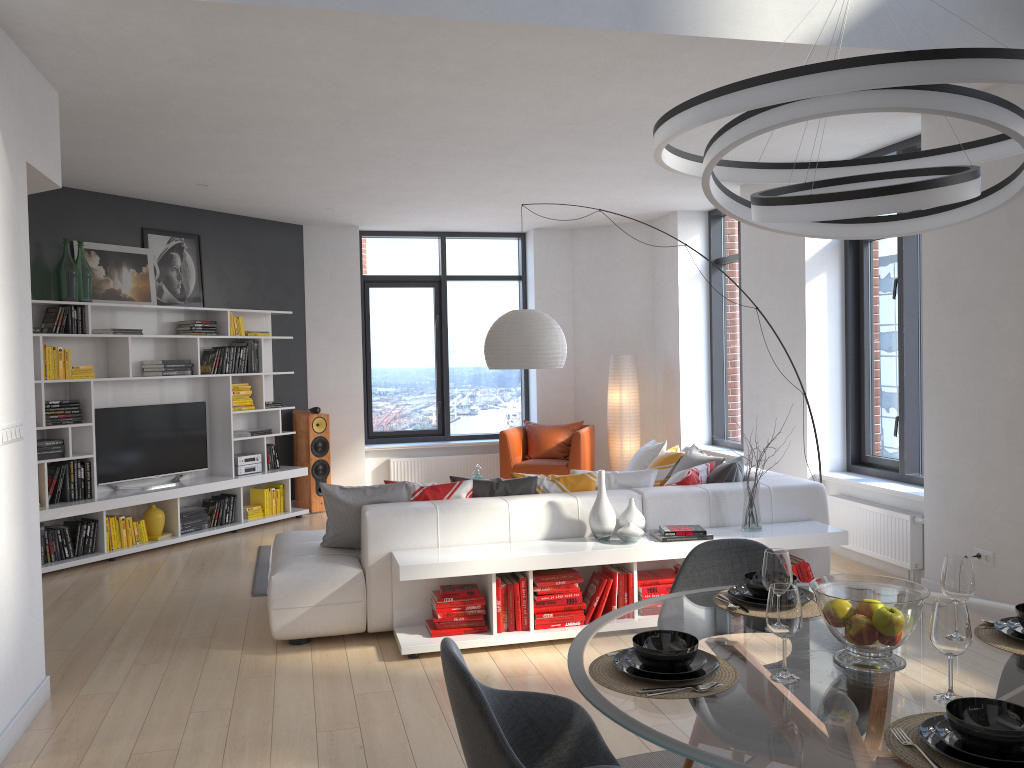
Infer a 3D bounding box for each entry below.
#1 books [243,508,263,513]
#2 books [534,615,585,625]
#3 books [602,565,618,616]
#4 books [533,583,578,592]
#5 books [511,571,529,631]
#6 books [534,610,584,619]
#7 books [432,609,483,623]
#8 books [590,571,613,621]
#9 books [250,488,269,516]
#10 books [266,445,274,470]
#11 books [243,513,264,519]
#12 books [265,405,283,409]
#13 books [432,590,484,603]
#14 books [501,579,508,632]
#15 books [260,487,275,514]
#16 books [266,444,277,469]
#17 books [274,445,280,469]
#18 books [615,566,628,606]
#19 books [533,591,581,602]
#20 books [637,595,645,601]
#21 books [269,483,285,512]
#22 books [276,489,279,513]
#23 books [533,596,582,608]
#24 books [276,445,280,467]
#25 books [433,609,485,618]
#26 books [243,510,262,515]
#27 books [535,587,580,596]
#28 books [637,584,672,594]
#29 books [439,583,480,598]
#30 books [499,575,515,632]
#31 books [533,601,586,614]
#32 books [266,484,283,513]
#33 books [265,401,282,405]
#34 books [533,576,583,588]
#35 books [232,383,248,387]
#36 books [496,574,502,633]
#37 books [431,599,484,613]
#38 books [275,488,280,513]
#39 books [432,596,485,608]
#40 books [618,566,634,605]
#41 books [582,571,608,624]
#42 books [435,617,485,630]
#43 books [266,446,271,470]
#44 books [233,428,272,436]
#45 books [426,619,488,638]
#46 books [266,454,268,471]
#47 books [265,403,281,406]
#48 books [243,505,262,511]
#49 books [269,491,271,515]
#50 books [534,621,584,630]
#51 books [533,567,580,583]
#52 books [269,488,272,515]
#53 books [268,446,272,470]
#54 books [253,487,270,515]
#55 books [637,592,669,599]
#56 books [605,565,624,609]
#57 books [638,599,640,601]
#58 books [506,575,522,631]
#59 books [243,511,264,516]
[{"bbox_3d":[-2.489,1.201,8.446,0.134,0.014,0.187,0,2,31],"label":"books"},{"bbox_3d":[0.241,1.274,4.878,0.282,0.030,0.188,-2,2,-13],"label":"books"},{"bbox_3d":[0.542,1.169,4.953,0.046,0.282,0.199,-2,2,-14],"label":"books"},{"bbox_3d":[0.215,1.102,4.897,0.257,0.025,0.182,-2,2,-14],"label":"books"},{"bbox_3d":[0.042,1.177,4.852,0.049,0.291,0.214,-2,2,-14],"label":"books"},{"bbox_3d":[0.238,1.247,4.881,0.266,0.026,0.187,-2,2,-14],"label":"books"},{"bbox_3d":[-0.298,1.251,4.812,0.266,0.026,0.187,-1,2,-8],"label":"books"},{"bbox_3d":[0.481,1.186,4.939,0.115,0.245,0.192,-2,2,-14],"label":"books"},{"bbox_3d":[-2.437,1.137,8.550,0.198,0.255,0.044,0,2,31],"label":"books"},{"bbox_3d":[-2.414,0.719,8.709,0.169,0.242,0.050,0,2,31],"label":"books"},{"bbox_3d":[-2.489,1.253,8.446,0.147,0.033,0.190,0,2,31],"label":"books"},{"bbox_3d":[-2.391,0.223,8.735,0.161,0.023,0.213,0,2,35],"label":"books"},{"bbox_3d":[-0.295,1.147,4.820,0.254,0.025,0.178,-2,2,-14],"label":"books"},{"bbox_3d":[-0.062,1.196,4.831,0.031,0.255,0.181,-2,2,-14],"label":"books"},{"bbox_3d":[-2.384,1.136,8.632,0.185,0.250,0.035,0,2,31],"label":"books"},{"bbox_3d":[-2.409,0.713,8.739,0.193,0.255,0.066,0,2,31],"label":"books"},{"bbox_3d":[-2.386,0.717,8.761,0.177,0.242,0.066,0,2,31],"label":"books"},{"bbox_3d":[0.607,1.175,4.977,0.028,0.266,0.188,-2,2,-14],"label":"books"},{"bbox_3d":[0.226,1.151,4.897,0.261,0.027,0.191,-2,2,-18],"label":"books"},{"bbox_3d":[0.831,1.203,5.043,0.236,0.023,0.178,-2,2,-14],"label":"books"},{"bbox_3d":[-2.329,1.121,8.756,0.213,0.270,0.025,0,2,31],"label":"books"},{"bbox_3d":[-2.355,1.142,8.677,0.172,0.234,0.024,0,2,31],"label":"books"},{"bbox_3d":[0.225,1.183,4.914,0.279,0.039,0.206,-2,2,-13],"label":"books"},{"bbox_3d":[-2.396,0.720,8.806,0.179,0.233,0.077,0,2,31],"label":"books"},{"bbox_3d":[-0.290,1.225,4.820,0.257,0.025,0.182,-2,2,-14],"label":"books"},{"bbox_3d":[-2.479,1.216,8.433,0.113,0.018,0.169,0,2,32],"label":"books"},{"bbox_3d":[0.236,1.125,4.894,0.236,0.023,0.178,-2,2,-14],"label":"books"},{"bbox_3d":[0.831,1.144,5.063,0.279,0.039,0.206,-2,2,-15],"label":"books"},{"bbox_3d":[-0.286,1.121,4.812,0.206,0.029,0.152,-1,2,-8],"label":"books"},{"bbox_3d":[-0.029,1.195,4.840,0.034,0.259,0.207,-2,2,-14],"label":"books"},{"bbox_3d":[0.232,1.218,4.916,0.301,0.032,0.227,-2,2,-14],"label":"books"},{"bbox_3d":[-2.335,1.122,8.729,0.204,0.270,0.029,0,2,31],"label":"books"},{"bbox_3d":[-2.406,0.185,8.744,0.161,0.023,0.213,0,2,35],"label":"books"},{"bbox_3d":[0.235,1.076,4.894,0.266,0.026,0.187,-2,2,-19],"label":"books"},{"bbox_3d":[-2.658,0.009,8.460,0.163,0.023,0.223,0,2,35],"label":"books"},{"bbox_3d":[-0.095,1.180,4.820,0.036,0.294,0.208,-2,2,-14],"label":"books"},{"bbox_3d":[-0.299,1.200,4.834,0.261,0.028,0.191,-2,2,-14],"label":"books"},{"bbox_3d":[-2.345,1.141,8.702,0.172,0.234,0.024,0,2,31],"label":"books"},{"bbox_3d":[-0.292,1.173,4.818,0.269,0.028,0.179,-2,2,-13],"label":"books"},{"bbox_3d":[0.637,1.172,4.968,0.028,0.269,0.181,-2,2,-14],"label":"books"},{"bbox_3d":[0.439,1.187,4.936,0.144,0.247,0.188,-2,2,-14],"label":"books"},{"bbox_3d":[-0.290,1.281,4.823,0.259,0.034,0.206,-2,2,-11],"label":"books"},{"bbox_3d":[-2.450,0.724,8.677,0.189,0.240,0.053,0,2,31],"label":"books"},{"bbox_3d":[-2.524,0.469,8.601,0.250,0.047,0.310,0,2,27],"label":"books"},{"bbox_3d":[-0.303,1.314,4.812,0.301,0.032,0.227,-2,2,-14],"label":"books"},{"bbox_3d":[-2.470,0.709,8.651,0.202,0.268,0.053,0,2,31],"label":"books"},{"bbox_3d":[-2.394,0.205,8.735,0.142,0.015,0.198,0,2,30],"label":"books"},{"bbox_3d":[-2.502,1.181,8.449,0.138,0.026,0.186,0,2,31],"label":"books"},{"bbox_3d":[-2.395,1.150,8.583,0.156,0.229,0.024,0,2,31],"label":"books"},{"bbox_3d":[0.234,1.303,4.895,0.274,0.029,0.200,-2,2,-14],"label":"books"},{"bbox_3d":[0.215,1.047,4.897,0.259,0.034,0.206,-2,2,-17],"label":"books"},{"bbox_3d":[-2.400,1.136,8.610,0.180,0.251,0.019,0,2,31],"label":"books"},{"bbox_3d":[-2.432,0.724,8.694,0.170,0.236,0.049,0,2,32],"label":"books"},{"bbox_3d":[-2.423,1.133,8.577,0.199,0.263,0.015,0,2,31],"label":"books"},{"bbox_3d":[0.838,1.178,5.049,0.261,0.027,0.191,-2,2,-10],"label":"books"},{"bbox_3d":[0.575,1.172,4.978,0.038,0.270,0.215,-2,2,-14],"label":"books"},{"bbox_3d":[0.831,1.226,5.052,0.257,0.025,0.182,-2,2,-14],"label":"books"},{"bbox_3d":[0.010,1.193,4.839,0.042,0.259,0.195,-2,2,-14],"label":"books"},{"bbox_3d":[-2.493,1.230,8.448,0.148,0.011,0.196,0,2,31],"label":"books"}]
